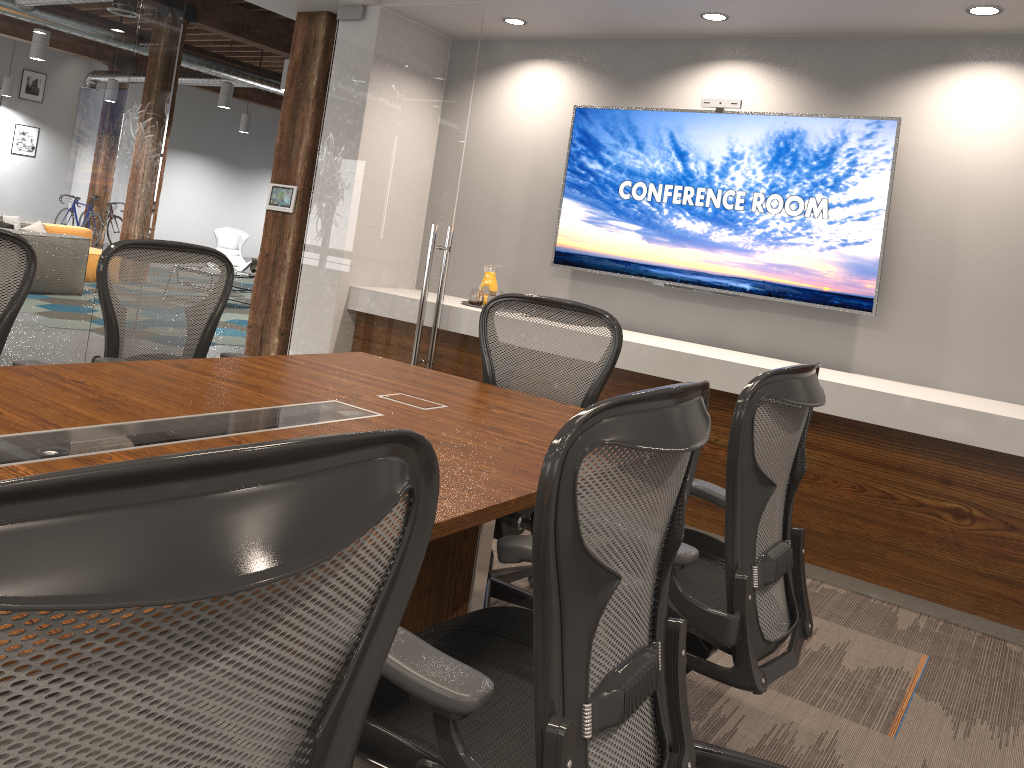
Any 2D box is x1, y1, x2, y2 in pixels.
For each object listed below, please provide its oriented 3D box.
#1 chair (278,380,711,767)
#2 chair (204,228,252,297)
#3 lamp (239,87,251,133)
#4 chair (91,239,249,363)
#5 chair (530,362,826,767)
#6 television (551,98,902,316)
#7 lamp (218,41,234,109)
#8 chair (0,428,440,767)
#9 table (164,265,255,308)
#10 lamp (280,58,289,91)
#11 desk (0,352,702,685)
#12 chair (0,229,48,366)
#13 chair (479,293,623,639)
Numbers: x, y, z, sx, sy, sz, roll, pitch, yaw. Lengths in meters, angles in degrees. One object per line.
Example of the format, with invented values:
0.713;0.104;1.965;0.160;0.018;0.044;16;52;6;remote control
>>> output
-0.065;0.478;1.465;0.774;1.090;0.792;10;3;43;chair
-3.994;-1.704;12.058;0.668;0.920;0.802;7;3;-30;chair
-5.687;-6.382;18.922;0.205;1.863;0.203;7;-2;32;lamp
-1.139;0.058;3.114;0.773;1.090;0.792;10;2;38;chair
0.358;0.431;2.137;0.772;1.090;0.794;9;2;34;chair
1.128;-1.072;4.949;1.938;1.106;0.064;12;1;32;television
-4.656;-5.524;14.515;0.205;1.863;0.203;7;-2;32;lamp
-0.491;0.534;0.741;0.799;1.090;0.767;9;2;18;chair
-3.660;-1.206;10.769;0.855;0.386;0.845;13;8;32;table
-2.805;-4.764;11.446;0.205;1.863;0.203;7;-2;32;lamp
-1.672;0.571;0.475;1.425;0.750;6.012;12;10;31;desk
-1.589;0.094;2.493;0.798;1.090;0.767;9;2;16;chair
-0.013;0.246;2.955;0.776;1.090;0.790;9;2;16;chair
